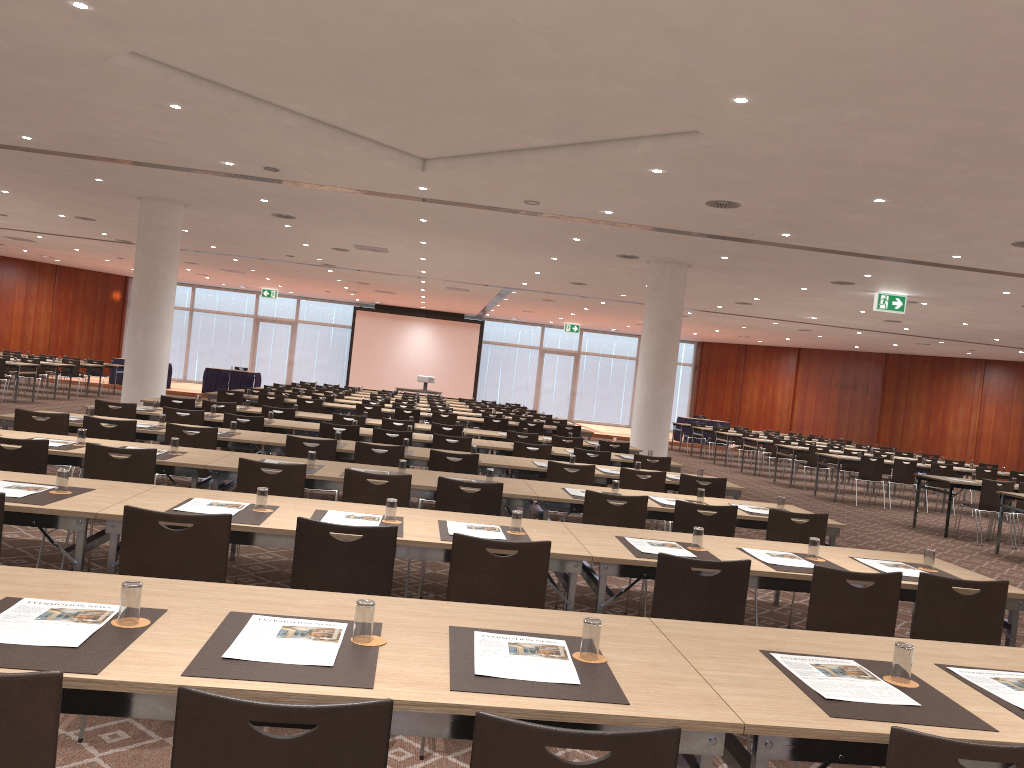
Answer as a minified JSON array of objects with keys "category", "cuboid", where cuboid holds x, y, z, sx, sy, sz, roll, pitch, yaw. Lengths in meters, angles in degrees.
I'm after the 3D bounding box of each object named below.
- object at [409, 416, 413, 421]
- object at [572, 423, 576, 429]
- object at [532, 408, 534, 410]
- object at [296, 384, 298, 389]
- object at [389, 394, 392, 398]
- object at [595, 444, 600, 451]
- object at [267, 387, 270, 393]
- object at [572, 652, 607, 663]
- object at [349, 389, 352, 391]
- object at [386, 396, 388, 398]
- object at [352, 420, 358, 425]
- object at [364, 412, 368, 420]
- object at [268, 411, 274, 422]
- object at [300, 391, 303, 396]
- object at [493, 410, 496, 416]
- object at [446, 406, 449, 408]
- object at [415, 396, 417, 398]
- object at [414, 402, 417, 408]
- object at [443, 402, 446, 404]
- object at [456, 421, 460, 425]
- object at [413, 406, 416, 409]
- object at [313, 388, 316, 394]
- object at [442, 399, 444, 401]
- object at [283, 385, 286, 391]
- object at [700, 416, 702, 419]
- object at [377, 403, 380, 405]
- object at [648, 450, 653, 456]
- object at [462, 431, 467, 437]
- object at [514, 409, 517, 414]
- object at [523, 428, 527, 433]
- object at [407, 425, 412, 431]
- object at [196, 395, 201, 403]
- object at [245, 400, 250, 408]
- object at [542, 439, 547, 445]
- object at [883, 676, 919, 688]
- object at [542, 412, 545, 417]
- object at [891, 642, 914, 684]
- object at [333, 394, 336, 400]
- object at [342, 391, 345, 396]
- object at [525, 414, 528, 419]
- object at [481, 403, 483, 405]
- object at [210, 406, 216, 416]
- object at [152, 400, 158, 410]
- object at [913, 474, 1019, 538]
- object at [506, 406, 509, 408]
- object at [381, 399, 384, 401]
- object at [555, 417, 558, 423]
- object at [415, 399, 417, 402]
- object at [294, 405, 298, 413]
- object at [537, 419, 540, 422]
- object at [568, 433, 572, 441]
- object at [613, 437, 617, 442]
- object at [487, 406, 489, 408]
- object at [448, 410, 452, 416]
[{"category":"object","cuboid":[-1.422,0.516,12.492,0.054,0.114,0.054,6,1,-17]},{"category":"object","cuboid":[1.133,0.769,16.267,0.054,0.114,0.054,5,1,-40]},{"category":"object","cuboid":[0.530,0.671,22.239,0.054,0.114,0.054,5,1,-40]},{"category":"object","cuboid":[-5.244,0.055,21.641,0.054,0.114,0.054,5,1,-40]},{"category":"object","cuboid":[-3.003,0.294,21.876,0.054,0.114,0.054,7,1,28]},{"category":"object","cuboid":[1.035,0.789,10.730,0.054,0.114,0.054,5,1,-40]},{"category":"object","cuboid":[-4.851,0.120,17.673,0.054,0.114,0.054,5,1,-40]},{"category":"object","cuboid":[0.229,0.806,2.614,0.102,0.001,0.102,6,0,-40]},{"category":"object","cuboid":[-3.974,0.191,21.786,0.054,0.114,0.054,7,1,28]},{"category":"object","cuboid":[-2.805,0.327,19.882,0.054,0.114,0.054,7,1,28]},{"category":"object","cuboid":[-1.852,0.481,10.445,0.054,0.114,0.054,7,1,28]},{"category":"object","cuboid":[-2.055,0.449,12.431,0.054,0.114,0.054,6,1,-17]},{"category":"object","cuboid":[-2.811,0.379,10.333,0.054,0.114,0.054,6,1,5]},{"category":"object","cuboid":[-4.202,0.189,17.728,0.054,0.114,0.054,5,1,-40]},{"category":"object","cuboid":[-0.359,0.599,18.121,0.054,0.114,0.054,7,1,28]},{"category":"object","cuboid":[-1.320,0.496,18.029,0.054,0.114,0.054,5,1,-40]},{"category":"object","cuboid":[-2.373,0.362,21.945,0.054,0.114,0.054,7,1,28]},{"category":"object","cuboid":[-1.956,0.429,17.960,0.054,0.114,0.054,5,1,-40]},{"category":"object","cuboid":[-1.528,0.463,20.020,0.054,0.114,0.054,7,1,28]},{"category":"object","cuboid":[-0.773,0.585,12.555,0.054,0.114,0.054,6,1,-17]},{"category":"object","cuboid":[-1.757,0.461,15.977,0.054,0.114,0.054,5,1,-40]},{"category":"object","cuboid":[-4.404,0.156,19.731,0.054,0.114,0.054,7,1,28]},{"category":"object","cuboid":[-1.723,0.431,22.008,0.054,0.114,0.054,7,1,28]},{"category":"object","cuboid":[-5.051,0.087,19.651,0.054,0.114,0.054,5,1,-40]},{"category":"object","cuboid":[6.453,1.133,30.240,0.054,0.114,0.054,6,1,5]},{"category":"object","cuboid":[-2.403,0.392,15.900,0.054,0.114,0.054,5,1,-40]},{"category":"object","cuboid":[1.682,0.858,10.798,0.054,0.114,0.054,7,1,28]},{"category":"object","cuboid":[-0.570,0.618,10.569,0.054,0.114,0.054,7,1,28]},{"category":"object","cuboid":[0.076,0.634,20.190,0.054,0.114,0.054,7,1,28]},{"category":"object","cuboid":[0.187,0.688,12.659,0.054,0.114,0.054,6,1,5]},{"category":"object","cuboid":[-1.213,0.550,10.506,0.054,0.114,0.054,7,1,28]},{"category":"object","cuboid":[-4.309,0.208,12.189,0.054,0.114,0.054,6,1,-17]},{"category":"object","cuboid":[-3.656,0.278,12.262,0.054,0.114,0.054,6,1,5]},{"category":"object","cuboid":[0.388,0.720,10.669,0.054,0.114,0.054,5,1,-40]},{"category":"object","cuboid":[1.186,0.908,2.705,0.102,0.001,0.102,6,0,-40]},{"category":"object","cuboid":[0.720,0.703,20.246,0.054,0.114,0.054,5,1,-40]},{"category":"object","cuboid":[1.194,0.851,2.711,0.054,0.114,0.054,7,1,28]},{"category":"object","cuboid":[-3.575,0.256,17.802,0.054,0.114,0.054,5,1,-40]},{"category":"object","cuboid":[-3.760,0.225,19.788,0.054,0.114,0.054,7,1,28]},{"category":"object","cuboid":[0.290,0.668,18.200,0.054,0.114,0.054,7,1,28]},{"category":"object","cuboid":[-0.752,0.534,22.109,0.054,0.114,0.054,7,1,28]},{"category":"object","cuboid":[-3.461,0.310,10.277,0.054,0.114,0.054,6,1,5]},{"category":"object","cuboid":[-4.107,0.241,10.215,0.054,0.114,0.054,7,1,28]},{"category":"object","cuboid":[7.379,1.934,13.458,2.267,0.833,0.953,6,1,-6]},{"category":"object","cuboid":[-0.115,0.602,22.168,0.054,0.114,0.054,7,1,28]},{"category":"object","cuboid":[-2.611,0.359,17.902,0.054,0.114,0.054,5,1,-40]},{"category":"object","cuboid":[0.918,0.735,18.260,0.054,0.114,0.054,5,1,-40]},{"category":"object","cuboid":[-2.168,0.395,19.945,0.054,0.114,0.054,7,1,28]},{"category":"object","cuboid":[-3.010,0.347,12.336,0.054,0.114,0.054,7,1,28]},{"category":"object","cuboid":[0.477,0.699,16.204,0.054,0.114,0.054,7,1,28]},{"category":"object","cuboid":[0.835,0.757,12.735,0.054,0.114,0.054,7,1,28]},{"category":"object","cuboid":[1.483,0.826,12.797,0.054,0.114,0.054,6,1,-17]},{"category":"object","cuboid":[-0.553,0.567,20.124,0.054,0.114,0.054,7,1,28]},{"category":"object","cuboid":[-1.122,0.529,16.039,0.054,0.114,0.054,5,1,-40]}]
